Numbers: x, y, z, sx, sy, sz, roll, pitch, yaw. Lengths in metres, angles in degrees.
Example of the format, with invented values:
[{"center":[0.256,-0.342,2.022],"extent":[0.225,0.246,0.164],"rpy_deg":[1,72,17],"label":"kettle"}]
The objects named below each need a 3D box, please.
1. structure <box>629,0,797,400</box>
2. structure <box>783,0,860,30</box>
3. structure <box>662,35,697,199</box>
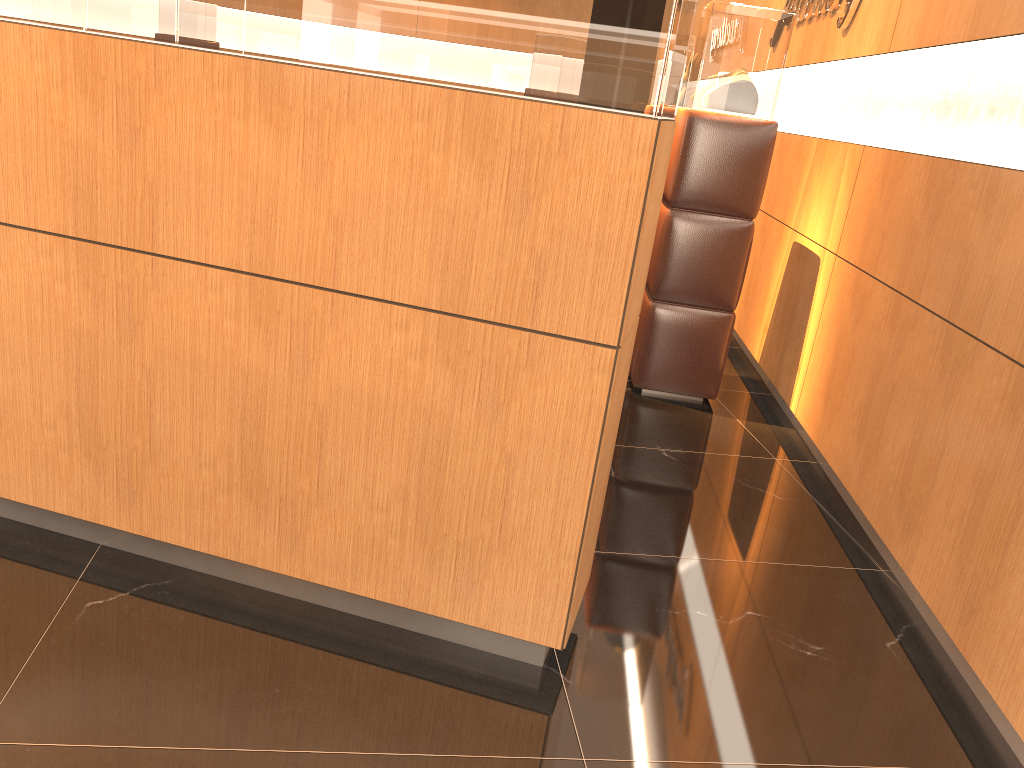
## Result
[{"center":[1.034,-0.937,4.717],"extent":[0.498,1.968,0.484],"rpy_deg":[9,18,1],"label":"structure"},{"center":[1.811,-2.298,5.294],"extent":[0.034,0.442,2.050],"rpy_deg":[9,18,1],"label":"structure"},{"center":[1.168,-1.559,6.700],"extent":[0.498,2.000,0.484],"rpy_deg":[9,18,1],"label":"structure"}]
